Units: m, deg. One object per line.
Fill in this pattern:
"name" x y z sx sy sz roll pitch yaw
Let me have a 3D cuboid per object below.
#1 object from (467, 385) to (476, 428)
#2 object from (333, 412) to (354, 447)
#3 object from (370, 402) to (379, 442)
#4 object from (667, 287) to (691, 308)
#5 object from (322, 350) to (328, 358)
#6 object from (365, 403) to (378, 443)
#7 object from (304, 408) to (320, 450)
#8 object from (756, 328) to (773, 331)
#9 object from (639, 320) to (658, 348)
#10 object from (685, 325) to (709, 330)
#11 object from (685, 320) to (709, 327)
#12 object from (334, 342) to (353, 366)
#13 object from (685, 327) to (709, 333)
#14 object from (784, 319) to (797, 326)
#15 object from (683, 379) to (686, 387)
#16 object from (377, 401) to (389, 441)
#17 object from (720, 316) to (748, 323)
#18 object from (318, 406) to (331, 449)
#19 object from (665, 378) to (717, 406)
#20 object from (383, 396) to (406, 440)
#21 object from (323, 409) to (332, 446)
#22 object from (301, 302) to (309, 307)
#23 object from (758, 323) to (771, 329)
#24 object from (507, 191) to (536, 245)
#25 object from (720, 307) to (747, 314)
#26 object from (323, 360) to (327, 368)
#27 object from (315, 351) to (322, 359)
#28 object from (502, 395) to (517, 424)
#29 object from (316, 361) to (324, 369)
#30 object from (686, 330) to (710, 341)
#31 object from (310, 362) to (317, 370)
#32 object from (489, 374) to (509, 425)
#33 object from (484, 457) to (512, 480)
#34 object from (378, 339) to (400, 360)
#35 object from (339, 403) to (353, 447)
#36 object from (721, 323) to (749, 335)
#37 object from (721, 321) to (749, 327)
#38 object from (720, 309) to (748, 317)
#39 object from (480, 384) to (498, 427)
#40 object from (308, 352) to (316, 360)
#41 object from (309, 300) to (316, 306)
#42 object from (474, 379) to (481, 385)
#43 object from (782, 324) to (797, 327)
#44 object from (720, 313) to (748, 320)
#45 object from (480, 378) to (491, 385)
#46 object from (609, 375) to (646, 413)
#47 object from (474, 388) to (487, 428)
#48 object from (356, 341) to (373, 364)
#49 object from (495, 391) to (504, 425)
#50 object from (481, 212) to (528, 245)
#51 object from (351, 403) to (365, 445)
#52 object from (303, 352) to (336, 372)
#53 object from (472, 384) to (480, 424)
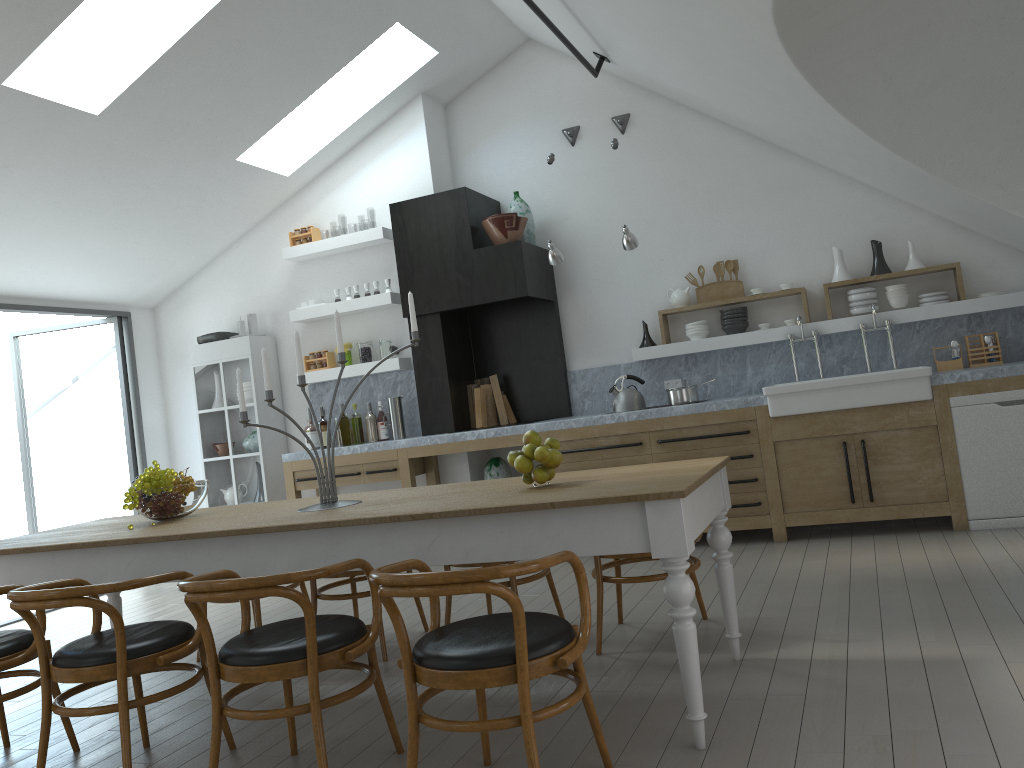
"object" -0.330 0.185 7.308 0.057 0.360 0.075 -10 -4 36
"object" -1.386 0.370 7.380 0.184 0.286 0.184 -5 -4 -45
"object" -1.157 0.318 7.318 0.085 0.331 0.085 -9 -3 30
"object" 1.303 -0.671 6.894 0.168 0.169 0.174 -8 -2 5
"object" -1.584 -0.253 7.529 0.058 0.075 0.058 -10 -3 44
"object" -1.145 0.316 7.192 0.085 0.331 0.085 -9 -3 30
"object" -1.675 0.375 7.392 0.088 0.360 0.085 -10 -4 43
"object" 1.900 -0.404 6.654 0.163 0.012 0.164 -9 -2 39
"object" 1.058 -0.395 6.979 0.156 0.219 0.156 -8 -2 3
"object" 1.428 -0.414 6.814 0.180 0.069 0.181 -9 -2 39
"object" 1.426 -0.443 6.815 0.181 0.076 0.180 -6 -2 -31
"object" -1.405 -0.243 7.440 0.163 0.199 0.128 -8 -3 16
"object" 1.428 -0.390 6.814 0.181 0.065 0.180 -7 -2 -31
"object" 2.074 -0.452 6.586 0.098 0.049 0.098 -8 -2 19
"object" 1.234 0.051 6.400 0.051 0.167 0.236 -8 -2 17
"object" -1.064 0.305 7.266 0.081 0.330 0.081 -5 -4 -41
"object" 1.686 -0.463 6.707 0.205 0.086 0.204 -7 -2 -26
"object" -1.540 0.362 7.248 0.093 0.359 0.092 -5 -4 -34
"object" 1.299 0.067 6.339 0.394 0.170 0.232 -8 -2 1
"object" -0.942 0.278 7.153 0.164 0.340 0.114 -9 -3 24
"object" -1.569 0.377 7.447 0.085 0.331 0.085 -9 -3 30
"object" -1.766 -0.666 7.590 0.058 0.061 0.057 -8 -2 21
"object" 1.897 -0.427 6.655 0.098 0.049 0.098 -8 -2 19
"object" 0.066 -1.328 7.262 0.231 0.504 0.230 -6 -3 -27
"object" 1.682 -0.538 6.721 0.205 0.080 0.205 -8 -2 24
"object" -1.573 -0.167 7.525 0.058 0.075 0.058 -10 -3 44
"object" -1.646 -0.244 7.554 0.058 0.075 0.058 -10 -3 44
"object" -0.035 0.212 7.341 0.113 0.252 0.057 -9 -3 24
"object" -1.635 -0.159 7.549 0.058 0.075 0.058 -10 -3 44
"object" 1.432 -0.368 6.812 0.180 0.064 0.181 -9 -2 44
"object" -1.697 -0.150 7.573 0.058 0.075 0.058 -10 -3 44
"object" -0.095 0.130 7.280 0.078 0.428 0.147 -5 -4 -34
"object" -0.102 0.844 7.195 0.231 0.499 0.230 -6 -3 -27
"object" -1.020 -0.287 7.294 0.103 0.178 0.207 -10 -3 43
"object" -1.357 0.333 7.180 0.093 0.359 0.092 -6 -3 -25
"object" 1.693 -0.409 6.710 0.205 0.072 0.205 -8 -2 9
"object" 1.689 -0.435 6.712 0.205 0.086 0.204 -6 -2 -31
"object" 1.686 -0.510 6.717 0.206 0.084 0.204 -6 -2 -41
"object" -0.197 0.186 7.288 0.072 0.367 0.130 -10 -4 40
"object" -1.708 -0.235 7.578 0.058 0.075 0.058 -10 -3 44
"object" -1.699 -0.681 7.562 0.054 0.071 0.054 -8 -3 20
"object" -0.262 0.174 7.456 0.067 0.426 0.088 -10 -4 36
"object" 2.077 -0.429 6.584 0.163 0.012 0.164 -9 -2 39
"object" 1.685 -0.485 6.714 0.205 0.072 0.205 -8 -2 9
"object" -0.197 0.177 7.422 0.089 0.459 0.110 -9 -3 21
"object" 0.846 0.065 6.510 0.245 0.268 0.246 -9 -3 31
"object" -0.254 0.196 7.183 0.081 0.336 0.148 -8 -3 11
"object" -1.219 -0.262 7.370 0.120 0.183 0.120 -9 -3 36
"object" -0.105 0.213 7.389 0.105 0.296 0.110 -7 -3 -4
"object" -0.051 -1.185 6.956 0.347 0.237 0.367 -9 -2 39
"object" -1.271 0.328 7.262 0.091 0.340 0.092 -10 -4 39
"object" -1.637 -0.182 7.548 0.237 0.146 0.120 -8 -2 21
"object" -0.282 0.184 7.274 0.068 0.367 0.131 -10 -4 35
